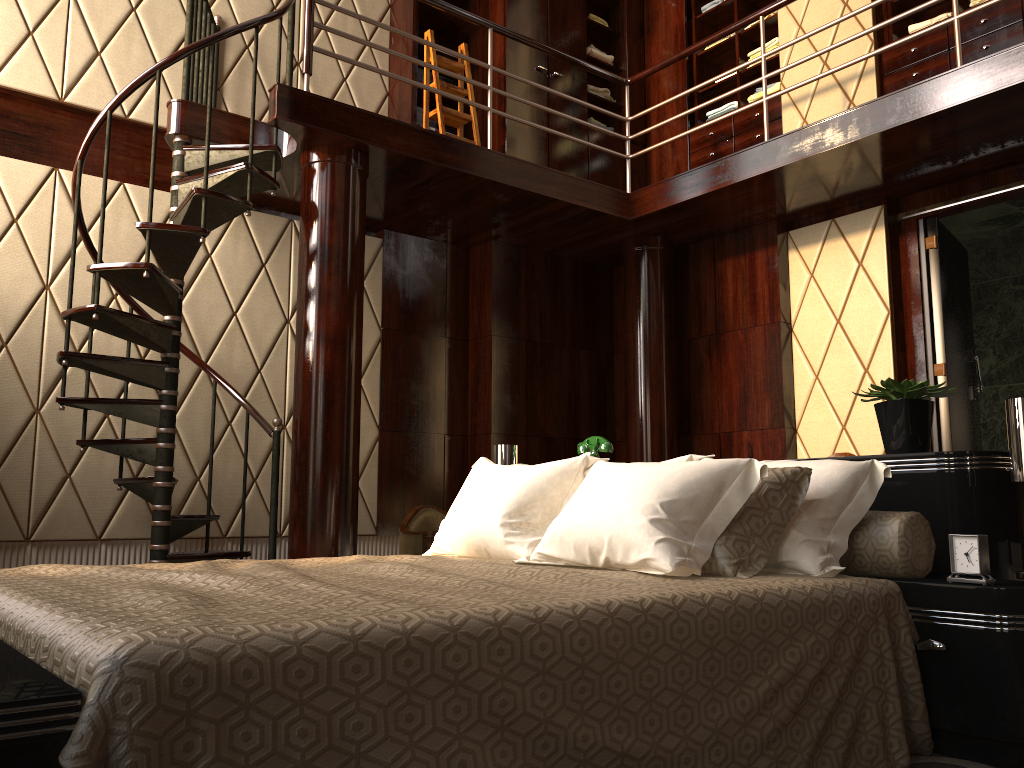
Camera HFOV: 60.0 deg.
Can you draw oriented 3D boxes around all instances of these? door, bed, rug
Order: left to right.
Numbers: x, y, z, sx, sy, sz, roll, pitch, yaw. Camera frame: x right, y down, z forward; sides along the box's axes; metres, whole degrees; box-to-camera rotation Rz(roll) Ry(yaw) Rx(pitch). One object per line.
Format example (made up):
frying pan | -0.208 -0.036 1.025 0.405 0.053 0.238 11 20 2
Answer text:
rug | -0.142 0.781 1.834 3.735 0.006 2.910 6 -10 -38
bed | -0.133 0.481 2.057 2.381 0.660 1.985 6 -10 -38
door | 2.840 -0.023 4.416 0.828 1.820 1.435 7 -11 -39

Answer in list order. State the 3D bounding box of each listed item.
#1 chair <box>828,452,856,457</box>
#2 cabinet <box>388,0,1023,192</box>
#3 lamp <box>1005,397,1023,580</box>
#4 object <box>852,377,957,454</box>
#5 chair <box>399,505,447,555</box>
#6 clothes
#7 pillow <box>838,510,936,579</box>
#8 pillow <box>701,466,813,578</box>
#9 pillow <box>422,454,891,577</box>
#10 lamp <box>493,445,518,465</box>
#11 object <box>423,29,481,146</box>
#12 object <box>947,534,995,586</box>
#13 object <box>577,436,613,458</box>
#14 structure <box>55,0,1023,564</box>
chair | 1.587 0.618 4.550 0.462 0.550 0.571 6 -10 -38
cabinet | 2.076 -2.444 4.065 2.576 2.432 6.767 6 -10 -38
lamp | 1.130 0.224 1.906 0.109 0.385 0.106 5 -10 -31
object | 1.050 0.092 2.370 0.256 0.205 0.241 -5 -10 33
chair | -0.333 0.909 4.641 0.571 0.550 0.462 6 -10 -38
clothes | 2.374 -2.368 4.850 4.996 0.954 0.818 -8 -11 44
pillow | 0.512 0.446 2.579 0.173 0.167 1.396 6 -10 -38
pillow | 0.267 0.359 2.351 0.293 0.271 1.123 6 -10 -37
pillow | 0.272 0.339 2.390 0.685 0.320 1.322 6 -10 -36
lamp | -0.023 0.421 3.294 0.109 0.385 0.106 5 -10 -31
object | -0.334 -1.614 5.203 0.275 0.974 0.258 6 -10 -38
object | 0.972 0.373 1.886 0.034 0.103 0.088 5 -9 -30
object | 0.307 0.261 3.300 0.158 0.131 0.178 -2 -8 14
structure | 1.082 -0.658 3.016 3.750 3.189 6.107 6 -10 -38
